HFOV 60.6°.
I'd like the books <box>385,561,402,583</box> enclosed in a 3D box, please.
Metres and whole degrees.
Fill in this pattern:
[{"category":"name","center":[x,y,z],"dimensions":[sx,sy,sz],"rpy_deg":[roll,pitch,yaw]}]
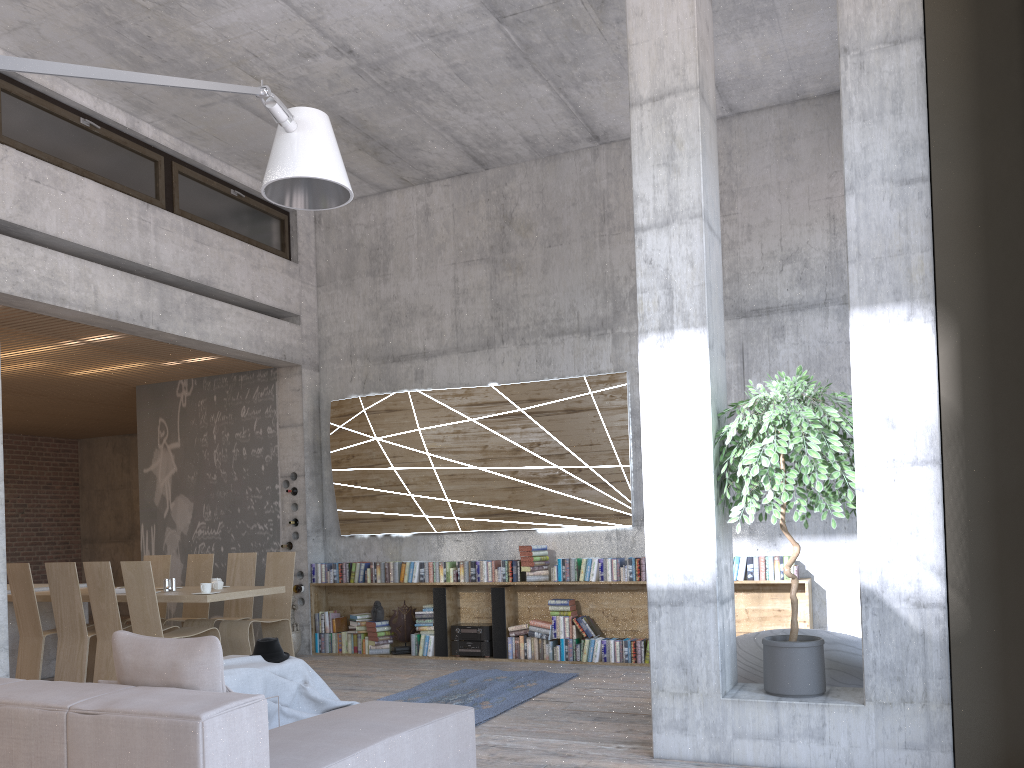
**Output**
[{"category":"books","center":[-1.258,2.032,9.480],"dimensions":[0.156,0.219,0.190],"rpy_deg":[-4,-5,24]}]

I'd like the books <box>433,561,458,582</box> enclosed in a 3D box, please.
[{"category":"books","center":[-0.679,1.978,9.220],"dimensions":[0.278,0.219,0.171],"rpy_deg":[-5,-5,25]}]

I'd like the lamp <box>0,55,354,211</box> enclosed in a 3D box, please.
[{"category":"lamp","center":[-1.339,0.229,3.285],"dimensions":[0.757,3.400,2.647],"rpy_deg":[-2,-4,12]}]

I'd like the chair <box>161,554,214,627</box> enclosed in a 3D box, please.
[{"category":"chair","center":[-3.361,2.315,8.794],"dimensions":[0.350,1.186,0.725],"rpy_deg":[-3,-3,24]}]

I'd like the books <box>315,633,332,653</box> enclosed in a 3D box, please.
[{"category":"books","center":[-2.108,2.908,9.883],"dimensions":[0.274,0.219,0.206],"rpy_deg":[-5,-5,24]}]

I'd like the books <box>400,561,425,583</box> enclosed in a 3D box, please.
[{"category":"books","center":[-1.059,2.010,9.390],"dimensions":[0.250,0.227,0.190],"rpy_deg":[-4,-5,24]}]

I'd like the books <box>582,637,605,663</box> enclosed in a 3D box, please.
[{"category":"books","center":[0.800,2.590,8.554],"dimensions":[0.200,0.227,0.190],"rpy_deg":[-4,-5,24]}]

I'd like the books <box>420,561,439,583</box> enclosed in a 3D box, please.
[{"category":"books","center":[-0.878,1.998,9.307],"dimensions":[0.156,0.219,0.155],"rpy_deg":[-4,-4,24]}]

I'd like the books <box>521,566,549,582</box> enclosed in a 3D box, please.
[{"category":"books","center":[0.240,1.899,8.789],"dimensions":[0.284,0.149,0.224],"rpy_deg":[0,-7,-18]}]

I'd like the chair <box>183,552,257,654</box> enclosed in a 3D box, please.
[{"category":"chair","center":[-2.867,2.276,8.660],"dimensions":[0.350,1.186,0.725],"rpy_deg":[-2,-3,20]}]

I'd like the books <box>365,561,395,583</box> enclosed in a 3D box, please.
[{"category":"books","center":[-1.445,2.058,9.592],"dimensions":[0.279,0.219,0.211],"rpy_deg":[-4,-5,23]}]

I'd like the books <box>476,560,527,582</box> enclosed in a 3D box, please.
[{"category":"books","center":[-0.114,1.917,8.987],"dimensions":[0.492,0.219,0.216],"rpy_deg":[-6,-6,24]}]

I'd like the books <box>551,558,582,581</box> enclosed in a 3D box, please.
[{"category":"books","center":[0.545,1.836,8.677],"dimensions":[0.279,0.219,0.211],"rpy_deg":[-4,-5,23]}]

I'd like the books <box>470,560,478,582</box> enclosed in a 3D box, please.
[{"category":"books","center":[-0.369,1.949,9.124],"dimensions":[0.055,0.219,0.190],"rpy_deg":[-3,-4,24]}]

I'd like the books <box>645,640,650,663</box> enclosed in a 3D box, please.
[{"category":"books","center":[1.373,2.538,8.335],"dimensions":[0.200,0.227,0.190],"rpy_deg":[-4,-5,24]}]

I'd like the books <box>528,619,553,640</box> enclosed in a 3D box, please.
[{"category":"books","center":[0.299,2.449,8.741],"dimensions":[0.244,0.191,0.155],"rpy_deg":[-5,-5,24]}]

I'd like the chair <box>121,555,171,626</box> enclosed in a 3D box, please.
[{"category":"chair","center":[-3.847,2.357,8.947],"dimensions":[0.350,1.186,0.725],"rpy_deg":[-2,-3,18]}]

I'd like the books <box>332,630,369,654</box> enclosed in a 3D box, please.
[{"category":"books","center":[-1.746,2.865,9.751],"dimensions":[0.496,0.236,0.243],"rpy_deg":[-5,-6,24]}]

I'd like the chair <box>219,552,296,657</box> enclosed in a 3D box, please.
[{"category":"chair","center":[-2.426,2.220,8.408],"dimensions":[0.350,1.186,0.725],"rpy_deg":[-3,-3,24]}]

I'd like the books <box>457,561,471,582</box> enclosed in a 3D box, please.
[{"category":"books","center":[-0.462,1.961,9.174],"dimensions":[0.156,0.219,0.206],"rpy_deg":[-4,-5,24]}]

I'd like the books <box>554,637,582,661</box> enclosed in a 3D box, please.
[{"category":"books","center":[0.551,2.619,8.678],"dimensions":[0.227,0.219,0.216],"rpy_deg":[-4,-5,24]}]

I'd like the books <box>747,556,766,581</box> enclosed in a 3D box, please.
[{"category":"books","center":[2.214,1.664,7.913],"dimensions":[0.156,0.219,0.155],"rpy_deg":[-4,-4,24]}]

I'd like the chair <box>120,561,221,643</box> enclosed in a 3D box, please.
[{"category":"chair","center":[-2.870,2.076,7.422],"dimensions":[0.350,1.186,0.724],"rpy_deg":[-3,-3,28]}]

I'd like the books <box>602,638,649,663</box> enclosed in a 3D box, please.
[{"category":"books","center":[1.093,2.569,8.452],"dimensions":[0.419,0.219,0.206],"rpy_deg":[-5,-6,24]}]

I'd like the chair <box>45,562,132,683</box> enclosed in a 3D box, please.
[{"category":"chair","center":[-3.760,2.186,7.910],"dimensions":[0.350,1.186,0.725],"rpy_deg":[-3,-3,21]}]

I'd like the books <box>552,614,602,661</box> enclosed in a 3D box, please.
[{"category":"books","center":[0.639,2.506,8.650],"dimensions":[0.453,0.446,0.215],"rpy_deg":[-4,-3,24]}]

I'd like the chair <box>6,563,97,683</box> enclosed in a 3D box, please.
[{"category":"chair","center":[-4.218,2.236,8.125],"dimensions":[0.350,1.187,0.724],"rpy_deg":[-3,-3,29]}]

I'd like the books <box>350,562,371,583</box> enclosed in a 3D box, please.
[{"category":"books","center":[-1.666,2.082,9.702],"dimensions":[0.200,0.227,0.190],"rpy_deg":[-4,-5,24]}]

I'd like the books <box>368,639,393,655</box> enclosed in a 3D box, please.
[{"category":"books","center":[-1.433,2.859,9.548],"dimensions":[0.261,0.149,0.251],"rpy_deg":[1,-7,-20]}]

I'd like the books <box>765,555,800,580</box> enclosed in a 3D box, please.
[{"category":"books","center":[2.412,1.644,7.826],"dimensions":[0.278,0.219,0.171],"rpy_deg":[-5,-5,25]}]

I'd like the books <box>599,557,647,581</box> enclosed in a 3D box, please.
[{"category":"books","center":[1.096,1.784,8.442],"dimensions":[0.492,0.219,0.216],"rpy_deg":[-6,-6,24]}]

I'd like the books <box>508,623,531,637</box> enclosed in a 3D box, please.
[{"category":"books","center":[0.107,2.491,8.893],"dimensions":[0.235,0.139,0.193],"rpy_deg":[-5,-7,25]}]

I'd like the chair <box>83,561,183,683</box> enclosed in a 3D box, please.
[{"category":"chair","center":[-3.305,2.134,7.687],"dimensions":[0.350,1.187,0.724],"rpy_deg":[-3,-3,29]}]

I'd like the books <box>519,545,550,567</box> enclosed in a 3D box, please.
[{"category":"books","center":[0.221,1.721,8.790],"dimensions":[0.246,0.209,0.191],"rpy_deg":[4,-7,-44]}]

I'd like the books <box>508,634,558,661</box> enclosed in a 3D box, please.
[{"category":"books","center":[0.219,2.653,8.863],"dimensions":[0.496,0.236,0.243],"rpy_deg":[-5,-6,24]}]

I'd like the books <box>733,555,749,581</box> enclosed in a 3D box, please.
[{"category":"books","center":[2.032,1.677,7.996],"dimensions":[0.250,0.227,0.190],"rpy_deg":[-4,-5,24]}]

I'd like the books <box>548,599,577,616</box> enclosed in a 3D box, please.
[{"category":"books","center":[0.506,2.224,8.724],"dimensions":[0.240,0.160,0.191],"rpy_deg":[-5,-6,24]}]

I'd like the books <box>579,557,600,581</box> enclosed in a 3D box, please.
[{"category":"books","center":[0.773,1.810,8.563],"dimensions":[0.200,0.227,0.190],"rpy_deg":[-4,-5,24]}]

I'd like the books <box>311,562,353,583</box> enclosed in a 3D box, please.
[{"category":"books","center":[-1.995,2.117,9.836],"dimensions":[0.492,0.219,0.216],"rpy_deg":[-6,-6,24]}]

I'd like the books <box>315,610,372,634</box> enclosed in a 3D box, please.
[{"category":"books","center":[-1.851,2.664,9.792],"dimensions":[0.720,0.260,0.302],"rpy_deg":[-7,-7,29]}]
